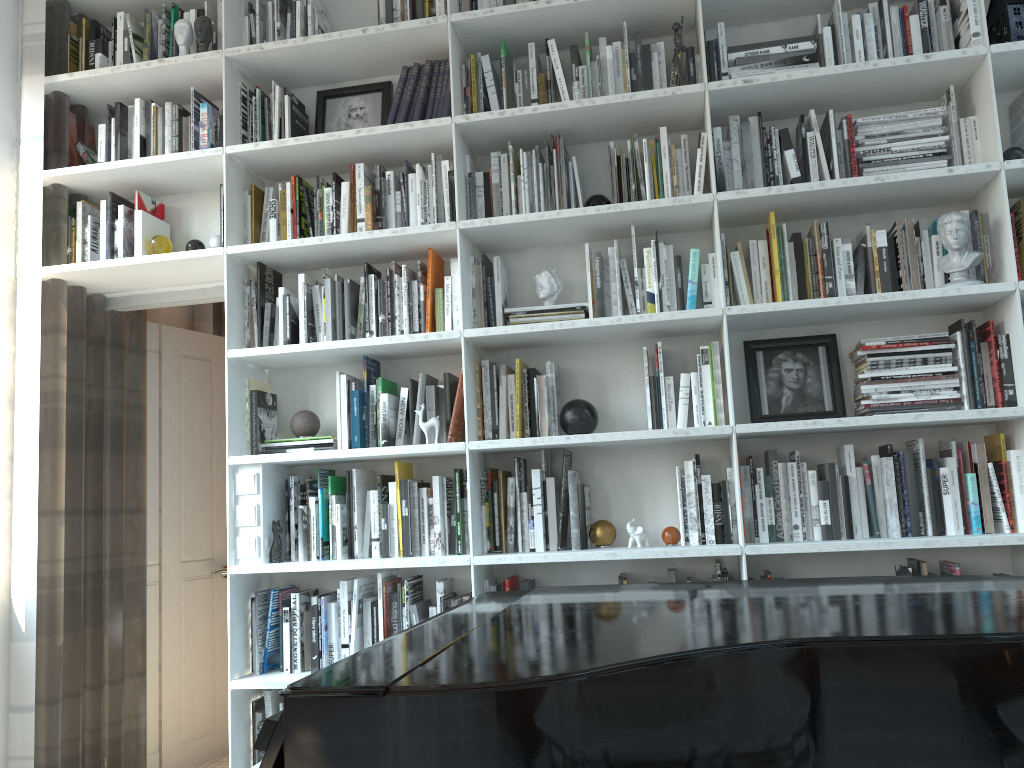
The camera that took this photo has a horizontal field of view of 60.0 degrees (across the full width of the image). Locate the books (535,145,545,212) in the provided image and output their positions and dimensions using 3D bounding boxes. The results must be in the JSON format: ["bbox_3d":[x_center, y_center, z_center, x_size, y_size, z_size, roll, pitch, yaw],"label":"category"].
[{"bbox_3d":[0.108,-0.674,3.120,0.011,0.279,0.169,-4,-7,10],"label":"books"}]

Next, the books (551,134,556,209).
[{"bbox_3d":[0.160,-0.697,3.124,0.004,0.320,0.153,-4,-7,10],"label":"books"}]

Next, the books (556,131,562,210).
[{"bbox_3d":[0.179,-0.703,3.124,0.005,0.330,0.161,-4,-7,10],"label":"books"}]

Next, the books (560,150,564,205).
[{"bbox_3d":[0.189,-0.682,3.115,0.004,0.284,0.167,-4,-7,10],"label":"books"}]

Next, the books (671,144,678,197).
[{"bbox_3d":[0.560,-0.682,3.045,0.011,0.229,0.166,-4,-7,10],"label":"books"}]

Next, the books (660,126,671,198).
[{"bbox_3d":[0.530,-0.709,3.043,0.022,0.284,0.190,-4,-7,10],"label":"books"}]

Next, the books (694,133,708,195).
[{"bbox_3d":[0.636,-0.696,3.000,0.064,0.236,0.209,-4,-8,10],"label":"books"}]

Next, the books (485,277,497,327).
[{"bbox_3d":[-0.059,-0.259,3.123,0.034,0.209,0.136,-4,-7,10],"label":"books"}]

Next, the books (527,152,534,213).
[{"bbox_3d":[0.081,-0.662,3.135,0.010,0.261,0.169,-4,-7,10],"label":"books"}]

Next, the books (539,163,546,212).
[{"bbox_3d":[0.119,-0.641,3.107,0.011,0.209,0.181,-4,-8,10],"label":"books"}]

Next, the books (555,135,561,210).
[{"bbox_3d":[0.175,-0.695,3.127,0.005,0.316,0.157,-4,-7,10],"label":"books"}]

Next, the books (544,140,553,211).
[{"bbox_3d":[0.139,-0.683,3.113,0.011,0.291,0.177,-4,-7,10],"label":"books"}]

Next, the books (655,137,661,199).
[{"bbox_3d":[0.505,-0.697,3.054,0.004,0.265,0.142,-4,-7,10],"label":"books"}]

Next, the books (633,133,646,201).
[{"bbox_3d":[0.449,-0.703,3.076,0.033,0.287,0.155,-4,-7,10],"label":"books"}]

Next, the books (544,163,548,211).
[{"bbox_3d":[0.134,-0.648,3.130,0.011,0.226,0.129,-4,-7,10],"label":"books"}]

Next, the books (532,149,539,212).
[{"bbox_3d":[0.097,-0.665,3.115,0.009,0.260,0.180,-4,-7,10],"label":"books"}]

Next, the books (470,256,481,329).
[{"bbox_3d":[-0.117,-0.292,3.137,0.012,0.284,0.159,-4,-7,10],"label":"books"}]

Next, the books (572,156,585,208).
[{"bbox_3d":[0.241,-0.659,3.102,0.031,0.232,0.148,-4,-7,10],"label":"books"}]

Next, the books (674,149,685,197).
[{"bbox_3d":[0.577,-0.677,3.041,0.024,0.216,0.142,-4,-7,10],"label":"books"}]

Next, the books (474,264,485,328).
[{"bbox_3d":[-0.100,-0.280,3.126,0.024,0.257,0.134,-4,-7,10],"label":"books"}]

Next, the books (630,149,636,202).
[{"bbox_3d":[0.421,-0.670,3.045,0.006,0.216,0.181,-4,-8,10],"label":"books"}]

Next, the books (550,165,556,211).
[{"bbox_3d":[0.157,-0.644,3.131,0.012,0.217,0.133,-4,-7,10],"label":"books"}]

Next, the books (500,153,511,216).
[{"bbox_3d":[-0.006,-0.657,3.141,0.024,0.262,0.178,-4,-7,10],"label":"books"}]

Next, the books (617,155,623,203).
[{"bbox_3d":[0.382,-0.663,3.079,0.013,0.216,0.149,-4,-7,10],"label":"books"}]

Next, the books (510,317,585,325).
[{"bbox_3d":[0.127,-0.200,3.070,0.254,0.012,0.161,-4,-8,7],"label":"books"}]

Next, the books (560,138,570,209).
[{"bbox_3d":[0.193,-0.686,3.097,0.011,0.286,0.189,-4,-7,10],"label":"books"}]

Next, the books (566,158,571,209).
[{"bbox_3d":[0.210,-0.657,3.125,0.009,0.236,0.135,-4,-7,10],"label":"books"}]

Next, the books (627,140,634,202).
[{"bbox_3d":[0.418,-0.690,3.080,0.009,0.266,0.149,-4,-7,10],"label":"books"}]

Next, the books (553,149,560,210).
[{"bbox_3d":[0.167,-0.669,3.112,0.010,0.261,0.158,-4,-7,10],"label":"books"}]

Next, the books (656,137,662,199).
[{"bbox_3d":[0.510,-0.692,3.046,0.006,0.252,0.180,-4,-7,10],"label":"books"}]

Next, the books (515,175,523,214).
[{"bbox_3d":[0.044,-0.622,3.136,0.029,0.186,0.149,-4,-7,10],"label":"books"}]

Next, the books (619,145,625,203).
[{"bbox_3d":[0.386,-0.677,3.053,0.005,0.236,0.178,-4,-7,10],"label":"books"}]

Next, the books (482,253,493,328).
[{"bbox_3d":[-0.081,-0.300,3.143,0.011,0.297,0.136,-4,-7,10],"label":"books"}]

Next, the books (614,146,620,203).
[{"bbox_3d":[0.370,-0.676,3.066,0.005,0.240,0.174,-4,-7,10],"label":"books"}]

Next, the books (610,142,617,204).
[{"bbox_3d":[0.361,-0.689,3.097,0.012,0.275,0.129,-4,-7,10],"label":"books"}]

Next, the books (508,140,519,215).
[{"bbox_3d":[0.012,-0.684,3.154,0.011,0.316,0.155,-4,-7,10],"label":"books"}]

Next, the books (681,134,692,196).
[{"bbox_3d":[0.597,-0.700,3.030,0.022,0.257,0.155,-4,-7,10],"label":"books"}]

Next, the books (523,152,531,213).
[{"bbox_3d":[0.065,-0.659,3.113,0.012,0.251,0.184,-4,-7,10],"label":"books"}]

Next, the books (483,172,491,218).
[{"bbox_3d":[-0.072,-0.628,3.174,0.024,0.219,0.140,-4,-7,10],"label":"books"}]

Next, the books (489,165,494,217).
[{"bbox_3d":[-0.057,-0.641,3.159,0.012,0.239,0.134,-4,-7,10],"label":"books"}]

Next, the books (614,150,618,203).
[{"bbox_3d":[0.370,-0.672,3.090,0.005,0.238,0.146,-4,-7,10],"label":"books"}]

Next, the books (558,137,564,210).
[{"bbox_3d":[0.185,-0.691,3.120,0.005,0.305,0.162,-4,-7,10],"label":"books"}]

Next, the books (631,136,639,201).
[{"bbox_3d":[0.429,-0.696,3.068,0.005,0.275,0.157,-4,-7,10],"label":"books"}]

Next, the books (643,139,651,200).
[{"bbox_3d":[0.466,-0.687,3.036,0.013,0.243,0.189,-4,-7,10],"label":"books"}]

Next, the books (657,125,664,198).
[{"bbox_3d":[0.515,-0.717,3.050,0.006,0.303,0.165,-4,-7,10],"label":"books"}]

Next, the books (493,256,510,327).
[{"bbox_3d":[-0.034,-0.295,3.117,0.021,0.277,0.136,-4,-7,10],"label":"books"}]

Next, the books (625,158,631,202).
[{"bbox_3d":[0.408,-0.657,3.070,0.011,0.199,0.163,-4,-8,10],"label":"books"}]

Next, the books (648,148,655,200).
[{"bbox_3d":[0.485,-0.679,3.069,0.011,0.235,0.130,-4,-7,10],"label":"books"}]

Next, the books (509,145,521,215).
[{"bbox_3d":[0.019,-0.671,3.129,0.010,0.283,0.184,-4,-7,10],"label":"books"}]

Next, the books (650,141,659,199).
[{"bbox_3d":[0.495,-0.690,3.055,0.017,0.252,0.139,-4,-7,10],"label":"books"}]

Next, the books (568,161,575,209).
[{"bbox_3d":[0.219,-0.650,3.115,0.012,0.217,0.151,-4,-7,10],"label":"books"}]

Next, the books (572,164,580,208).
[{"bbox_3d":[0.227,-0.646,3.111,0.004,0.209,0.132,-4,-7,10],"label":"books"}]

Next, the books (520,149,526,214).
[{"bbox_3d":[0.055,-0.664,3.114,0.009,0.263,0.189,-4,-7,10],"label":"books"}]

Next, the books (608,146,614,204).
[{"bbox_3d":[0.352,-0.679,3.090,0.005,0.253,0.161,-4,-7,10],"label":"books"}]

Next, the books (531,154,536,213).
[{"bbox_3d":[0.091,-0.660,3.132,0.011,0.255,0.152,-4,-7,10],"label":"books"}]

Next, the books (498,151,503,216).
[{"bbox_3d":[-0.023,-0.663,3.144,0.012,0.276,0.157,-4,-7,10],"label":"books"}]

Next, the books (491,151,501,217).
[{"bbox_3d":[-0.041,-0.663,3.151,0.026,0.279,0.151,-4,-7,10],"label":"books"}]

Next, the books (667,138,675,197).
[{"bbox_3d":[0.548,-0.695,3.045,0.010,0.257,0.140,-4,-7,10],"label":"books"}]
